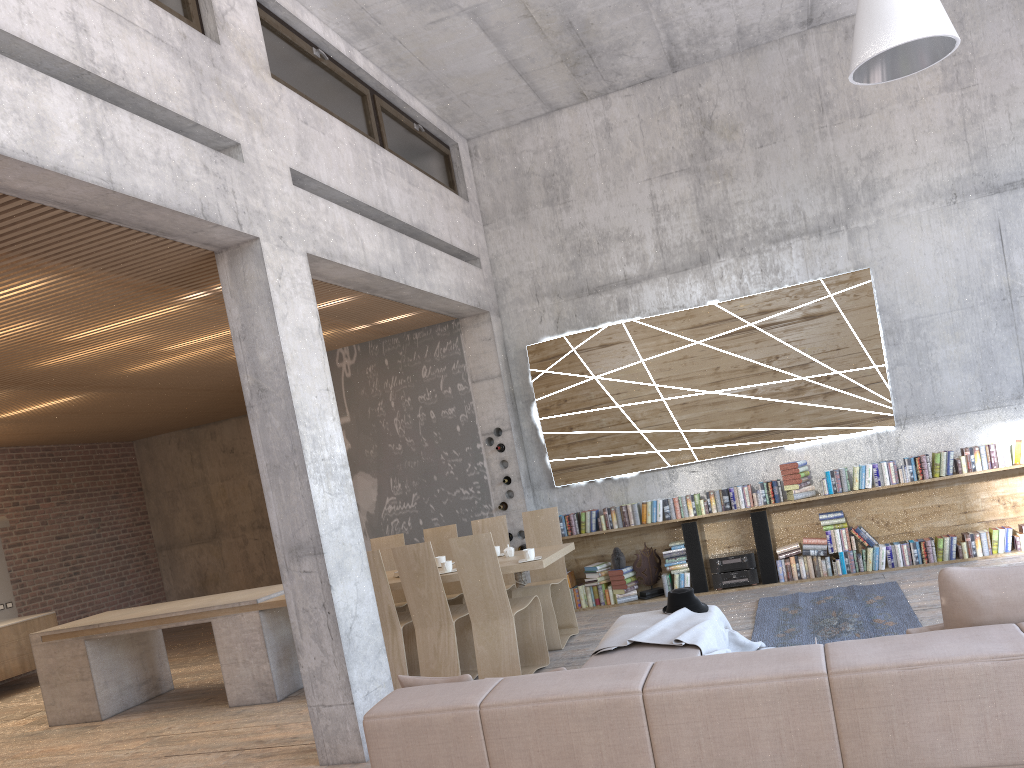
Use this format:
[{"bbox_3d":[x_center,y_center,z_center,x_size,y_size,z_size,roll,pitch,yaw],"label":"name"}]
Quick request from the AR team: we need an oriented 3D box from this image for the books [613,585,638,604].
[{"bbox_3d":[1.182,2.188,9.129,0.258,0.151,0.251,-9,-3,-26],"label":"books"}]

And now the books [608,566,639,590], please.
[{"bbox_3d":[1.157,2.012,9.110,0.192,0.211,0.242,-11,-2,39],"label":"books"}]

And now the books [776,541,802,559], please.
[{"bbox_3d":[2.724,1.635,8.611,0.236,0.140,0.190,-12,-2,19],"label":"books"}]

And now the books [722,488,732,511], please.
[{"bbox_3d":[2.145,1.152,8.757,0.055,0.221,0.187,-10,0,18],"label":"books"}]

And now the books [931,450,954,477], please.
[{"bbox_3d":[3.983,0.737,8.116,0.201,0.229,0.187,-11,0,18],"label":"books"}]

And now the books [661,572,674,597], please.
[{"bbox_3d":[1.607,2.065,9.031,0.075,0.221,0.203,-10,0,18],"label":"books"}]

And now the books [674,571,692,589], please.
[{"bbox_3d":[1.747,2.033,8.966,0.201,0.229,0.187,-11,0,18],"label":"books"}]

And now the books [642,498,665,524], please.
[{"bbox_3d":[1.442,1.297,8.956,0.251,0.229,0.187,-11,0,18],"label":"books"}]

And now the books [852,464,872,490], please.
[{"bbox_3d":[3.318,0.878,8.307,0.201,0.229,0.187,-11,0,18],"label":"books"}]

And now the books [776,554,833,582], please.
[{"bbox_3d":[2.862,1.782,8.603,0.498,0.238,0.240,-12,-1,18],"label":"books"}]

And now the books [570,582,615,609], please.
[{"bbox_3d":[0.848,2.228,9.299,0.498,0.238,0.240,-12,-1,18],"label":"books"}]

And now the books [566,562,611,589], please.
[{"bbox_3d":[0.710,2.041,9.317,0.724,0.263,0.297,-13,-2,23],"label":"books"}]

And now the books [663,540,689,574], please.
[{"bbox_3d":[1.689,1.775,8.983,0.254,0.324,0.216,-11,1,20],"label":"books"}]

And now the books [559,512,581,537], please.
[{"bbox_3d":[0.480,1.515,9.310,0.494,0.221,0.213,-12,-1,18],"label":"books"}]

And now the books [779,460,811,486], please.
[{"bbox_3d":[2.734,0.857,8.471,0.192,0.211,0.242,-11,-2,39],"label":"books"}]

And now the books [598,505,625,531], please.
[{"bbox_3d":[1.044,1.389,9.120,0.280,0.221,0.207,-11,-1,17],"label":"books"}]

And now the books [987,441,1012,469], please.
[{"bbox_3d":[4.405,0.640,7.934,0.157,0.221,0.187,-11,0,18],"label":"books"}]

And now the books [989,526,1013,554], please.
[{"bbox_3d":[4.492,1.434,8.068,0.201,0.229,0.187,-11,0,18],"label":"books"}]

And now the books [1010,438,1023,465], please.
[{"bbox_3d":[4.609,0.594,7.864,0.251,0.229,0.187,-11,0,18],"label":"books"}]

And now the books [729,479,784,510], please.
[{"bbox_3d":[2.408,1.089,8.645,0.494,0.221,0.213,-12,-1,18],"label":"books"}]

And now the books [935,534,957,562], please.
[{"bbox_3d":[4.047,1.530,8.188,0.201,0.229,0.187,-11,0,18],"label":"books"}]

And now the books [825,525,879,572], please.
[{"bbox_3d":[3.281,1.587,8.425,0.455,0.450,0.212,-11,1,18],"label":"books"}]

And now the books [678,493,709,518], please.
[{"bbox_3d":[1.832,1.219,8.823,0.279,0.221,0.169,-11,0,20],"label":"books"}]

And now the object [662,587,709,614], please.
[{"bbox_3d":[1.145,1.444,5.841,0.303,0.169,0.298,-11,-3,5],"label":"object"}]

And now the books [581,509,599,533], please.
[{"bbox_3d":[0.816,1.440,9.208,0.201,0.229,0.187,-11,0,18],"label":"books"}]

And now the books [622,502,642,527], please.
[{"bbox_3d":[1.238,1.343,9.026,0.157,0.221,0.187,-11,0,18],"label":"books"}]

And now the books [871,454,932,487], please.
[{"bbox_3d":[3.648,0.812,8.218,0.494,0.221,0.213,-12,-1,18],"label":"books"}]

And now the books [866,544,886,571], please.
[{"bbox_3d":[3.464,1.652,8.352,0.201,0.229,0.187,-11,0,18],"label":"books"}]

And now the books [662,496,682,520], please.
[{"bbox_3d":[1.629,1.263,8.891,0.157,0.221,0.152,-11,0,18],"label":"books"}]

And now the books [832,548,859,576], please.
[{"bbox_3d":[3.207,1.710,8.451,0.228,0.221,0.213,-11,-1,18],"label":"books"}]

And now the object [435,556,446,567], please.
[{"bbox_3d":[-0.627,1.568,7.746,0.093,0.088,0.117,-11,-2,-8],"label":"object"}]

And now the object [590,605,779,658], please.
[{"bbox_3d":[1.128,1.705,5.700,1.059,0.503,1.577,-13,-5,36],"label":"object"}]

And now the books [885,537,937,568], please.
[{"bbox_3d":[3.761,1.594,8.279,0.421,0.221,0.203,-12,-1,18],"label":"books"}]

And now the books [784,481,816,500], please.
[{"bbox_3d":[2.779,1.032,8.484,0.281,0.150,0.224,-9,-3,-24],"label":"books"}]

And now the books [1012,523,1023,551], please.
[{"bbox_3d":[4.720,1.383,7.980,0.280,0.221,0.207,-11,-1,17],"label":"books"}]

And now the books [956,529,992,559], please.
[{"bbox_3d":[4.259,1.483,8.105,0.280,0.221,0.207,-11,-1,17],"label":"books"}]

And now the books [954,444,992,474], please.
[{"bbox_3d":[4.211,0.687,8.027,0.280,0.221,0.207,-11,-1,17],"label":"books"}]

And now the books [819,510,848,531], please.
[{"bbox_3d":[3.098,1.321,8.467,0.241,0.161,0.188,-12,-2,18],"label":"books"}]

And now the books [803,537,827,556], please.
[{"bbox_3d":[2.926,1.573,8.477,0.246,0.193,0.153,-11,0,18],"label":"books"}]

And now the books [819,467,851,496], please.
[{"bbox_3d":[3.083,0.931,8.399,0.280,0.221,0.207,-11,-1,17],"label":"books"}]

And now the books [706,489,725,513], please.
[{"bbox_3d":[2.049,1.174,8.798,0.156,0.221,0.203,-11,-1,18],"label":"books"}]
